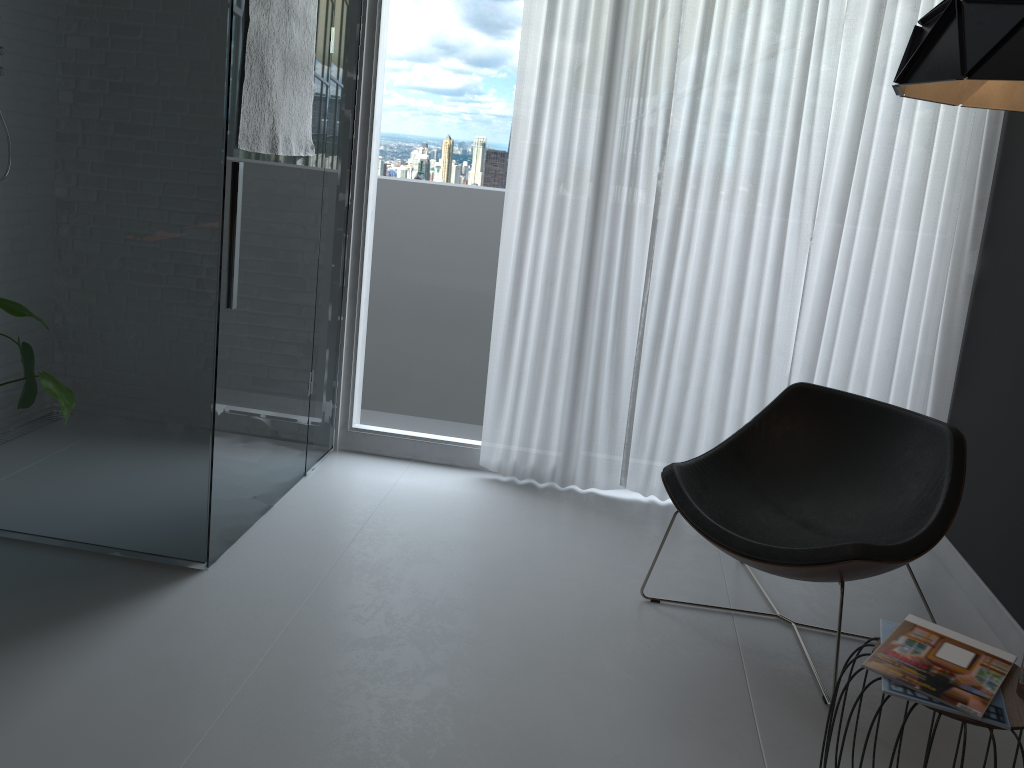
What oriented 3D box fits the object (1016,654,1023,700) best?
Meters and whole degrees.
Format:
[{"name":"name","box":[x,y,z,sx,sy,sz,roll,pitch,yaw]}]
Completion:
[{"name":"object","box":[1.019,0.439,1.691,0.067,0.350,0.077,14,13,38]}]

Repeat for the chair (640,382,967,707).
[{"name":"chair","box":[0.920,0.421,2.760,0.816,0.681,0.801,-5,17,-39]}]

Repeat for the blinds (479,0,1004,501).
[{"name":"blinds","box":[0.897,-0.799,3.458,1.855,2.658,0.138,7,10,7]}]

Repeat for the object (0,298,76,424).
[{"name":"object","box":[-1.645,0.128,2.203,0.856,1.033,1.000,11,13,24]}]

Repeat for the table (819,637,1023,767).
[{"name":"table","box":[0.879,0.796,1.815,0.450,0.429,0.459,2,13,-15]}]

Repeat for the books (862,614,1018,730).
[{"name":"books","box":[-2.944,0.616,0.868,8.226,0.367,0.412,2,13,-14]}]

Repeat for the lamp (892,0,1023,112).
[{"name":"lamp","box":[1.042,-0.943,1.506,0.586,0.890,0.614,11,13,24]}]
